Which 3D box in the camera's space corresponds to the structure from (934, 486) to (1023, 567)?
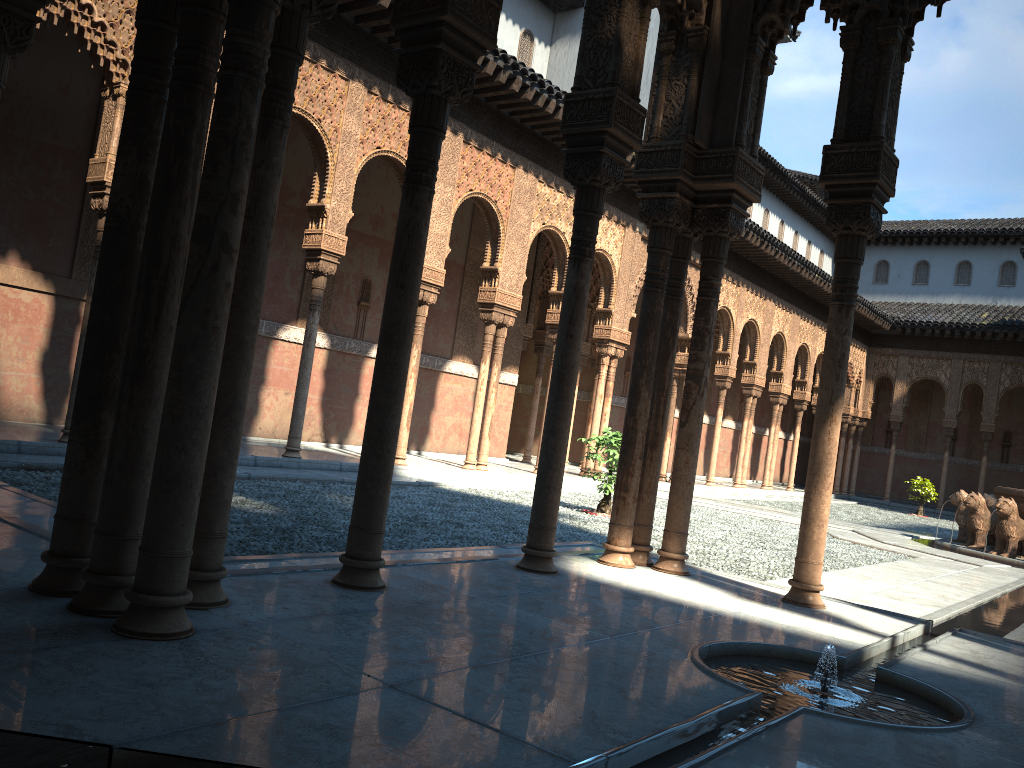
[{"bbox_3d":[9.950,2.339,15.289,4.508,1.991,4.508,7,-3,37],"label":"structure"}]
